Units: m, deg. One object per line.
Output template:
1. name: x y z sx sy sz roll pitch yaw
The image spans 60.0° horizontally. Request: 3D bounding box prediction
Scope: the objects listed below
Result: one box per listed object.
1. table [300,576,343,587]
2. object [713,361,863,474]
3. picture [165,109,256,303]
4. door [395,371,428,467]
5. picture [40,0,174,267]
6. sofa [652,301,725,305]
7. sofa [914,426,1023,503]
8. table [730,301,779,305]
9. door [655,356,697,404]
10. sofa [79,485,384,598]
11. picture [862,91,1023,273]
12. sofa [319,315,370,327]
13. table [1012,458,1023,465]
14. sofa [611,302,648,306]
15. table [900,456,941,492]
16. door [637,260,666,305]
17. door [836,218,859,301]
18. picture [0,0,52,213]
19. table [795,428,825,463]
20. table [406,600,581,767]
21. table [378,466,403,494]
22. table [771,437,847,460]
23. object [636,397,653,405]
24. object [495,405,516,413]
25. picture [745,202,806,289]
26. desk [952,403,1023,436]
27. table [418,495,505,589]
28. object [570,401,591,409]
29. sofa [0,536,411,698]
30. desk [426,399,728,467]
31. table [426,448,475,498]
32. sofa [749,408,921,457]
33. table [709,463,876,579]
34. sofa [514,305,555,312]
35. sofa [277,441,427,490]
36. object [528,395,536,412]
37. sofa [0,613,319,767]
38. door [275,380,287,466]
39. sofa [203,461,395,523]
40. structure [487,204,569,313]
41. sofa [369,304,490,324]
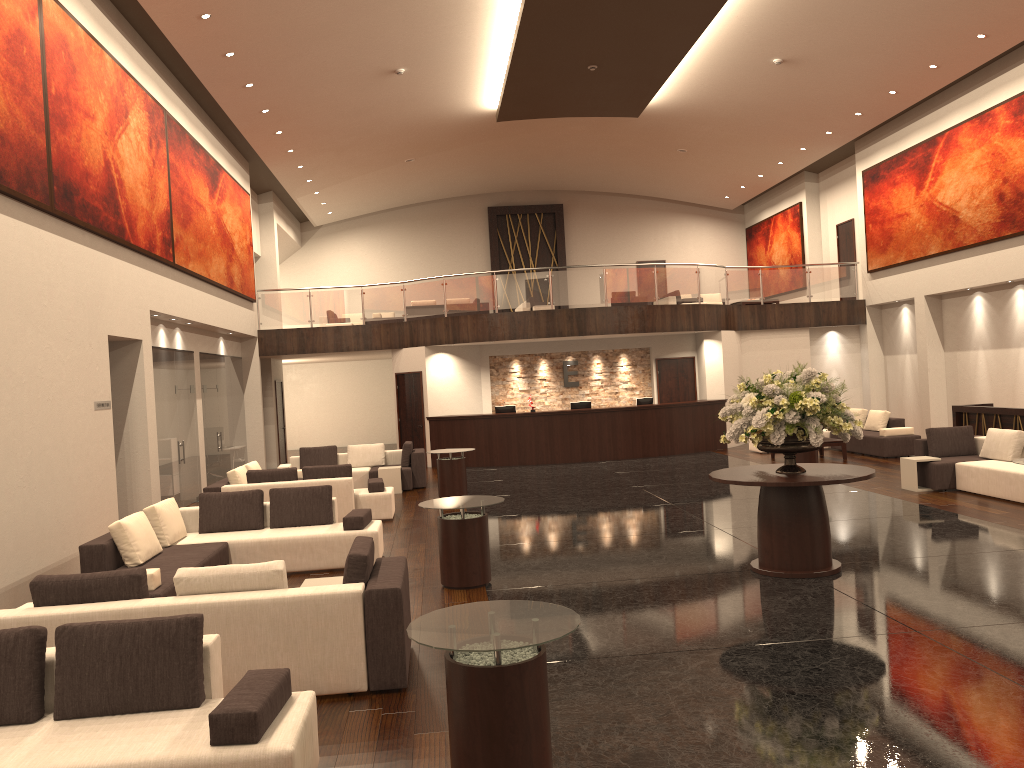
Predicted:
1. table: -1.413 1.768 6.867 0.400 0.460 0.400 -3 0 -5
2. object: 2.585 0.289 8.416 1.402 1.097 1.453 -3 1 41
3. picture: -5.776 -3.143 17.387 0.070 2.526 6.485 -3 0 -5
4. door: -2.368 0.832 20.887 0.104 2.232 0.990 -4 1 -44
5. picture: -5.304 -3.130 11.895 0.070 2.526 4.515 -3 0 -5
6. sofa: 6.230 -2.438 27.113 3.366 0.862 2.586 -3 0 -5
7. sofa: 6.678 1.071 12.211 1.291 0.862 2.846 -3 0 -5
8. table: 7.127 -2.240 26.096 1.100 0.380 1.100 -3 0 -5
9. door: 4.093 0.458 21.929 0.990 2.232 0.104 -3 0 -5
10. sofa: -2.660 1.623 8.727 2.586 0.862 3.366 -3 0 -5
11. picture: 9.011 -3.985 18.657 0.070 2.526 6.485 -3 0 -5
12. sofa: -4.124 -1.856 27.253 3.366 0.862 2.586 -3 0 -5
13. table: 5.621 1.186 9.080 0.833 0.795 0.844 -4 1 -44
14. sofa: 3.160 -2.264 26.874 1.291 0.862 2.846 -3 0 -5
15. table: 5.967 1.308 12.937 0.400 0.460 0.400 -3 0 -5
16. door: 4.773 -3.063 30.043 0.990 2.232 0.104 -3 0 -5
17. door: 9.038 -3.258 23.878 0.104 2.232 0.990 -3 0 -5
18. picture: -4.917 -3.119 7.394 0.070 2.526 4.515 -3 0 -5
19. table: 5.073 1.170 15.449 0.833 0.795 0.844 -3 1 34
20. table: -0.065 1.541 4.254 0.833 0.795 0.844 -4 1 -44
21. table: -2.207 1.746 16.096 0.400 0.460 0.400 -3 0 -5
22. table: 5.927 1.315 17.785 1.100 0.380 1.100 -3 0 -5
23. object: 3.090 0.561 20.590 0.483 0.485 0.189 -3 0 -30
24. object: -0.141 0.745 20.406 0.483 0.485 0.189 -3 0 10
25. picture: 8.219 -4.008 27.859 0.070 2.526 4.515 -3 0 -5
26. desk: 8.175 0.880 14.233 0.700 1.043 2.606 -3 0 -5
27. table: -0.463 1.532 8.558 0.833 0.795 0.844 -4 1 -44
28. object: 1.583 0.648 20.282 0.483 0.485 0.189 -3 0 -5
29. sofa: -2.148 1.613 6.143 2.846 0.862 1.291 -3 0 -5
30. desk: 1.617 1.140 20.469 7.146 1.171 1.674 -3 0 -3
31. table: -1.011 1.517 14.926 0.833 0.795 0.844 -3 1 34
32. sofa: 6.718 1.022 18.683 2.586 0.862 3.366 -3 0 -5
33. table: 2.668 1.294 8.424 1.498 0.921 1.498 -3 0 -14
34. sofa: 0.837 -2.132 26.800 1.291 0.862 2.846 -3 0 -5
35. sofa: -3.054 1.587 16.683 2.846 0.862 1.291 -3 0 -5
36. object: 0.449 0.435 19.921 0.163 0.390 0.165 -3 0 3
37. sofa: -2.174 1.636 3.075 2.586 0.862 3.366 -3 0 -5
38. door: -6.081 1.023 23.278 0.104 2.232 0.990 -3 0 -5
39. sofa: -3.137 1.611 14.056 2.586 0.862 3.366 -3 0 -5
40. structure: 0.559 -3.828 29.588 2.524 4.236 0.187 -3 0 -5
41. sofa: -2.402 -1.943 25.896 3.366 0.862 2.586 -3 0 -5
